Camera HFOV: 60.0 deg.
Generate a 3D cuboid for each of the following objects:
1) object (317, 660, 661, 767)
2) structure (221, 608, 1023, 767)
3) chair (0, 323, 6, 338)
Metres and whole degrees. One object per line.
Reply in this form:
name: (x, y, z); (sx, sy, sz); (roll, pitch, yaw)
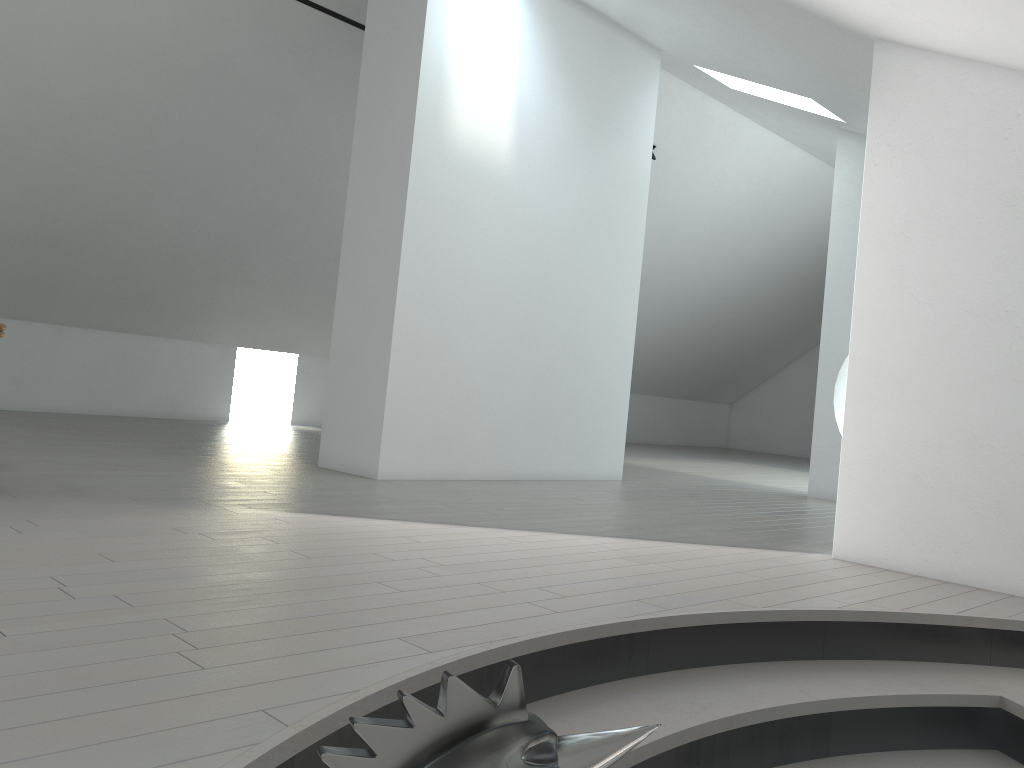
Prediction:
object: (-0.039, 0.537, 0.806); (0.321, 0.563, 0.319); (5, -2, 17)
structure: (1.757, 1.172, 0.912); (4.709, 0.694, 4.705); (6, -1, -1)
chair: (-2.480, 0.077, 3.650); (0.620, 0.736, 0.528); (7, -3, -42)
